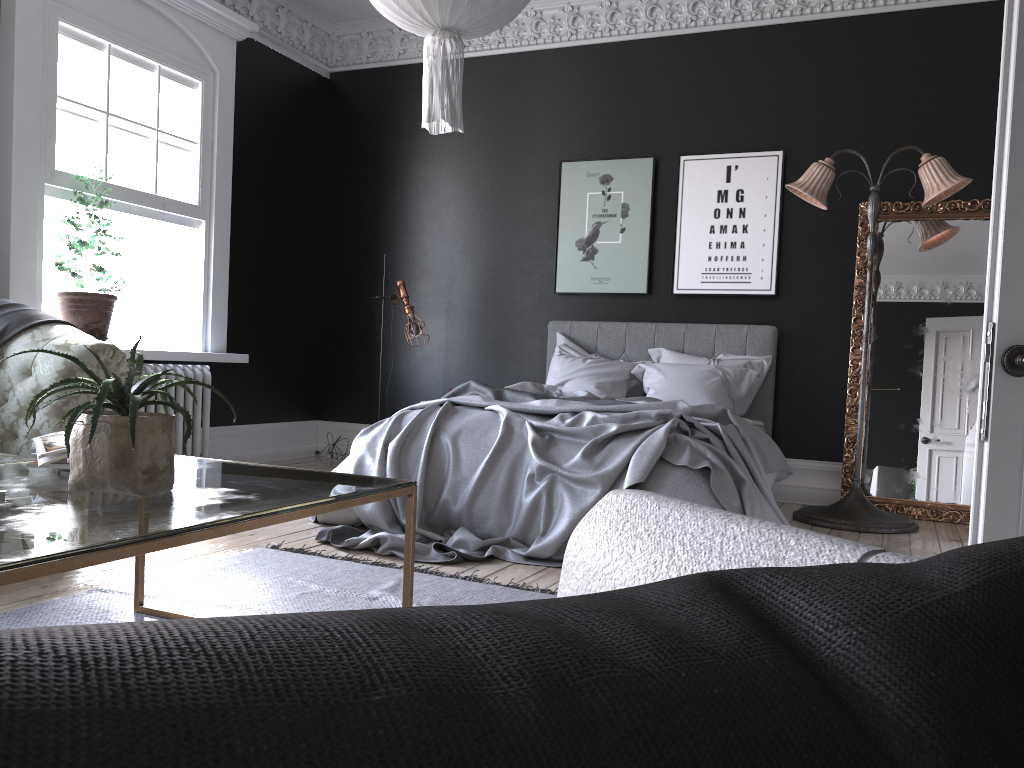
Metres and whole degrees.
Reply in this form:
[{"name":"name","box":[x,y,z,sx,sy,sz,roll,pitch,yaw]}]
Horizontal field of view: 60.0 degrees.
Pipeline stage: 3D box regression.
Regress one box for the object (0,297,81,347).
[{"name":"object","box":[-2.720,-0.132,4.090,1.367,0.585,0.516,2,2,-17]}]

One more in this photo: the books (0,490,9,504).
[{"name":"books","box":[-1.187,0.224,1.709,0.220,0.024,0.307,3,1,24]}]

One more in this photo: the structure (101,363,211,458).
[{"name":"structure","box":[-2.497,0.280,6.040,0.276,0.849,1.141,4,2,24]}]

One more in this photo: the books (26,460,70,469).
[{"name":"books","box":[-1.194,0.217,2.536,0.252,0.011,0.318,2,1,-10]}]

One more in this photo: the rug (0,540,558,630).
[{"name":"rug","box":[-0.939,0.813,2.198,2.105,0.050,3.644,3,1,24]}]

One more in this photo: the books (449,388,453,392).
[{"name":"books","box":[-0.283,0.069,6.960,0.275,0.045,0.346,2,2,-36]}]

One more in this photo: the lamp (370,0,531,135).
[{"name":"lamp","box":[-0.244,-2.040,3.541,0.784,2.050,0.781,2,2,-23]}]

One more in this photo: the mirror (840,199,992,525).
[{"name":"mirror","box":[2.834,-0.175,6.064,0.991,2.194,0.254,4,3,24]}]

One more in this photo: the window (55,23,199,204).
[{"name":"window","box":[-2.602,-1.748,6.036,0.056,1.018,1.262,4,2,24]}]

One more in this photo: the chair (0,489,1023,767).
[{"name":"chair","box":[-0.079,0.478,0.474,0.819,0.863,0.769,2,2,-26]}]

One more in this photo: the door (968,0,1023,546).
[{"name":"door","box":[1.725,-0.237,2.108,1.097,2.376,0.216,3,2,11]}]

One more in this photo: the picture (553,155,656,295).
[{"name":"picture","box":[0.726,-1.253,7.056,0.791,1.079,0.014,3,3,24]}]

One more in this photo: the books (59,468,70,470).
[{"name":"books","box":[-1.173,0.234,2.599,0.162,0.023,0.231,3,1,24]}]

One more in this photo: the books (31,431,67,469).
[{"name":"books","box":[-1.194,0.162,2.506,0.273,0.109,0.322,2,2,-31]}]

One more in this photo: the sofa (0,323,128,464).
[{"name":"sofa","box":[-3.027,0.161,3.180,1.605,1.161,2.812,3,2,25]}]

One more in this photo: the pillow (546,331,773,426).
[{"name":"pillow","box":[0.913,-0.011,6.516,1.829,0.760,0.680,3,2,23]}]

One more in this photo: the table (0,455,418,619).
[{"name":"table","box":[-1.083,0.540,2.205,1.092,0.558,1.448,3,2,24]}]

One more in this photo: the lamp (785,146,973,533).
[{"name":"lamp","box":[2.284,-0.308,5.722,0.772,2.413,0.985,1,3,-34]}]

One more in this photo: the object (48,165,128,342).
[{"name":"object","box":[-2.682,-0.800,5.622,0.474,1.135,0.505,2,2,-26]}]

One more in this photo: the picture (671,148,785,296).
[{"name":"picture","box":[1.613,-1.204,6.668,0.791,1.079,0.014,3,3,24]}]

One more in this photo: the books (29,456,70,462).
[{"name":"books","box":[-1.185,0.206,2.578,0.252,0.011,0.318,3,1,5]}]

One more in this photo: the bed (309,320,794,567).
[{"name":"bed","box":[0.404,0.173,5.530,2.765,1.299,3.282,3,1,12]}]

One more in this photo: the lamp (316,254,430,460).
[{"name":"lamp","box":[-1.191,-0.186,7.523,0.437,1.780,1.716,1,2,-28]}]

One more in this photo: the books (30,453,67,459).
[{"name":"books","box":[-1.189,0.196,2.563,0.252,0.011,0.318,3,1,-5]}]
